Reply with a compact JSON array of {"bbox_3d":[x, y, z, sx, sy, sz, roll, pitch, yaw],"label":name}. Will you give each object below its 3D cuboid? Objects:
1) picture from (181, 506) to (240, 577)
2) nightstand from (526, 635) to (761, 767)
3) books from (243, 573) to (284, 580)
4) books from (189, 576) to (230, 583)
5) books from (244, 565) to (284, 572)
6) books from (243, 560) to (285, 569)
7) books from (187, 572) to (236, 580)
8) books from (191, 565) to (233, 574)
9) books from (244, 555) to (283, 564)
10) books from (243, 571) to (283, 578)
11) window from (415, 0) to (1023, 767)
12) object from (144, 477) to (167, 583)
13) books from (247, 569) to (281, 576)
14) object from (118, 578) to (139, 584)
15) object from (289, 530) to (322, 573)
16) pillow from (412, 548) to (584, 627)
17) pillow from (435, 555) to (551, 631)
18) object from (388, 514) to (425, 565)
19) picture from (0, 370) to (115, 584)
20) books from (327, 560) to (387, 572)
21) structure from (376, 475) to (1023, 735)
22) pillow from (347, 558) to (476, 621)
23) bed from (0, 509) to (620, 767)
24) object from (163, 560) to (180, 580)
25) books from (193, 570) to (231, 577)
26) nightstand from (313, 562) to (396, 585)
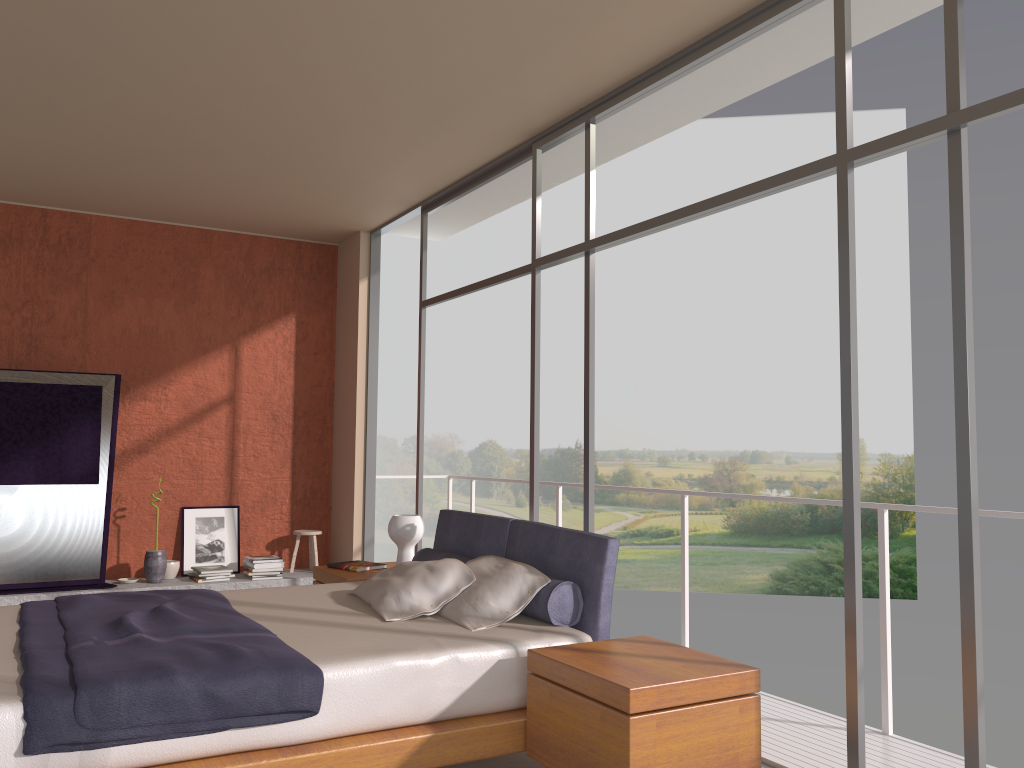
[{"bbox_3d":[-2.468,1.283,7.275,0.458,0.550,0.117,3,-5,-30],"label":"picture"},{"bbox_3d":[0.453,1.262,3.160,0.562,0.556,0.628,3,-5,-30],"label":"nightstand"},{"bbox_3d":[-2.008,1.549,7.158,0.247,0.018,0.328,3,-5,-28],"label":"books"},{"bbox_3d":[-2.380,1.527,6.978,0.247,0.025,0.287,3,-5,-33],"label":"books"},{"bbox_3d":[-2.007,1.482,7.163,0.247,0.027,0.328,3,-5,-28],"label":"books"},{"bbox_3d":[-2.007,1.450,7.166,0.247,0.038,0.319,3,-5,-32],"label":"books"},{"bbox_3d":[-2.372,1.505,6.994,0.328,0.018,0.247,-4,-6,45],"label":"books"},{"bbox_3d":[-2.365,1.461,6.989,0.247,0.018,0.328,3,-5,-33],"label":"books"},{"bbox_3d":[-2.010,1.419,7.173,0.247,0.025,0.287,3,-5,-30],"label":"books"},{"bbox_3d":[-2.011,1.531,7.165,0.247,0.018,0.287,3,-5,-30],"label":"books"},{"bbox_3d":[0.803,0.048,4.019,0.075,3.133,6.106,3,-5,-30],"label":"window"},{"bbox_3d":[-2.732,1.119,6.821,0.165,0.810,0.165,1,-4,-6],"label":"object"},{"bbox_3d":[-2.001,1.508,7.143,0.247,0.025,0.287,2,-5,-19],"label":"books"},{"bbox_3d":[-2.920,1.505,6.750,0.152,0.040,0.152,0,-4,5],"label":"object"},{"bbox_3d":[-1.718,1.416,7.495,0.260,0.349,0.257,-2,-5,29],"label":"object"},{"bbox_3d":[-0.123,0.977,4.380,0.205,0.201,1.470,3,-5,-30],"label":"pillow"},{"bbox_3d":[-0.162,0.942,4.044,0.400,0.265,0.791,3,-5,-27],"label":"pillow"},{"bbox_3d":[-0.644,0.969,5.391,0.224,0.338,0.224,2,-5,-18],"label":"object"},{"bbox_3d":[-3.473,0.654,6.324,1.129,1.496,0.126,3,-5,-30],"label":"picture"},{"bbox_3d":[-0.965,1.135,5.534,0.287,0.025,0.247,-3,-6,41],"label":"books"},{"bbox_3d":[1.045,1.059,4.311,0.728,1.005,7.689,3,-5,-30],"label":"structure"},{"bbox_3d":[-0.500,0.964,4.262,0.431,0.264,0.869,2,-5,-22],"label":"pillow"},{"bbox_3d":[-1.028,1.107,3.867,2.462,0.959,2.017,3,-5,-30],"label":"bed"},{"bbox_3d":[-2.720,1.470,6.999,0.179,0.137,0.180,2,-5,-17],"label":"object"},{"bbox_3d":[-2.362,1.482,6.984,0.247,0.025,0.287,3,-5,-27],"label":"books"},{"bbox_3d":[-0.858,1.422,5.447,0.562,0.556,0.628,3,-5,-30],"label":"nightstand"}]
